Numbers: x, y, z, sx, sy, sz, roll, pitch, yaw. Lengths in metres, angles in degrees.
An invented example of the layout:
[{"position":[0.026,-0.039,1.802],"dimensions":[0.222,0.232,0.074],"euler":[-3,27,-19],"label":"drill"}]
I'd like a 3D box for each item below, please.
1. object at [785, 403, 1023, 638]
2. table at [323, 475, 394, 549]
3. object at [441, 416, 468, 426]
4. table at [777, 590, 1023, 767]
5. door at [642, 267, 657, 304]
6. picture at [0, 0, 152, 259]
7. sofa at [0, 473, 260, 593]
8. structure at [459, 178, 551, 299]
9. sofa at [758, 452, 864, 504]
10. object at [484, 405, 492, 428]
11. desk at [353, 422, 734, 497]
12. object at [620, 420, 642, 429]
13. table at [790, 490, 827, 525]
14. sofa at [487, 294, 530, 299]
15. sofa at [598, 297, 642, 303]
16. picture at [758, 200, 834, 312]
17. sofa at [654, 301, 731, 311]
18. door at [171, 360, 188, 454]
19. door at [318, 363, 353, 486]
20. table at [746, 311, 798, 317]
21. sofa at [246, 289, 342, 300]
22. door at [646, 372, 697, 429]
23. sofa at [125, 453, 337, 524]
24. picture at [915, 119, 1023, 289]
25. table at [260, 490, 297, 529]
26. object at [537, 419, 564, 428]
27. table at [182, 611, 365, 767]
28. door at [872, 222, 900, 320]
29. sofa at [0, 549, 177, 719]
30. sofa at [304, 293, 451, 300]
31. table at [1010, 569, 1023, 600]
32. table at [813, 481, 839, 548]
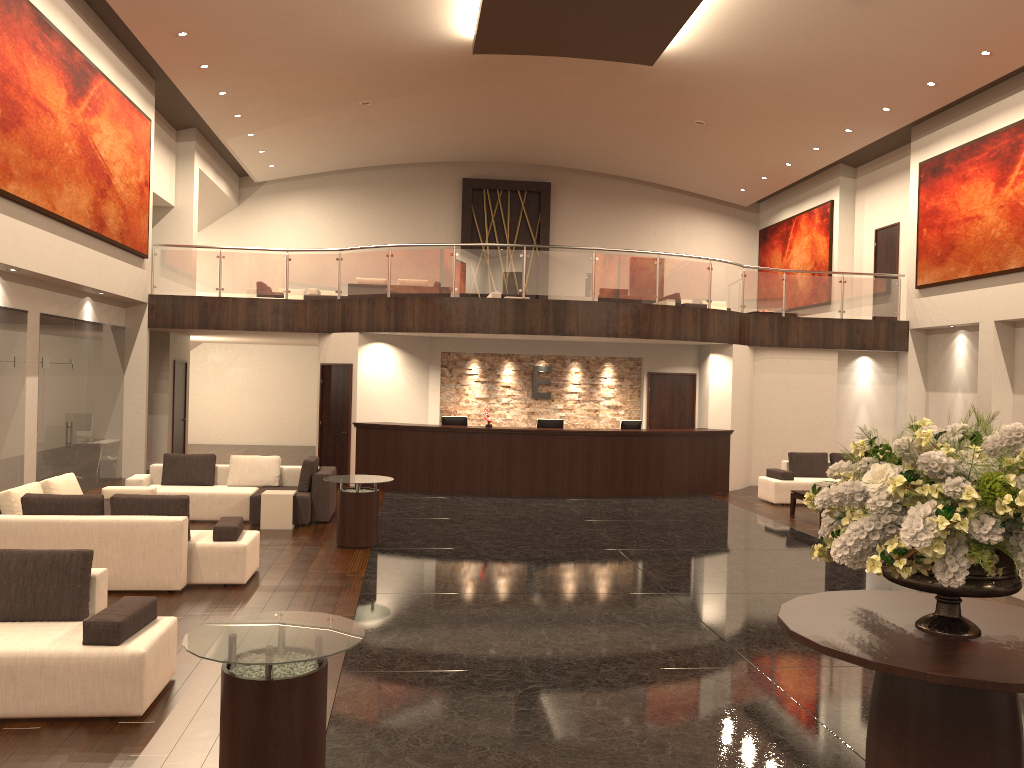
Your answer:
[{"position":[2.016,0.594,4.139],"dimensions":[1.402,1.097,1.453],"euler":[2,0,40],"label":"object"},{"position":[-1.833,1.524,10.552],"dimensions":[0.833,0.795,0.844],"euler":[2,0,33],"label":"table"},{"position":[-1.043,0.828,16.054],"dimensions":[0.483,0.485,0.189],"euler":[2,0,9],"label":"object"},{"position":[2.016,1.602,4.146],"dimensions":[1.498,0.921,1.498],"euler":[1,0,-15],"label":"table"},{"position":[3.920,-2.560,25.822],"dimensions":[0.990,2.232,0.104],"euler":[1,0,-6],"label":"door"},{"position":[-6.261,-3.510,12.903],"dimensions":[0.070,2.526,6.485],"euler":[1,0,-6],"label":"picture"},{"position":[-3.937,1.443,9.628],"dimensions":[2.586,0.862,3.366],"euler":[1,0,-6],"label":"sofa"},{"position":[-0.204,-3.668,25.262],"dimensions":[2.524,4.236,0.187],"euler":[1,0,-6],"label":"structure"},{"position":[5.812,1.667,14.505],"dimensions":[2.586,0.862,3.366],"euler":[1,0,-6],"label":"sofa"},{"position":[-0.417,0.568,15.586],"dimensions":[0.163,0.390,0.165],"euler":[2,0,1],"label":"object"},{"position":[0.674,1.367,16.161],"dimensions":[7.146,1.171,1.674],"euler":[1,0,-5],"label":"desk"},{"position":[2.187,0.911,16.321],"dimensions":[0.483,0.485,0.189],"euler":[1,0,-31],"label":"object"},{"position":[5.023,1.894,13.587],"dimensions":[1.100,0.380,1.100],"euler":[1,0,-6],"label":"table"},{"position":[0.005,-1.956,22.478],"dimensions":[1.291,0.862,2.846],"euler":[1,0,-6],"label":"sofa"},{"position":[2.328,-1.897,22.612],"dimensions":[1.291,0.862,2.846],"euler":[1,0,-6],"label":"sofa"},{"position":[7.487,-3.220,23.729],"dimensions":[0.070,2.526,4.515],"euler":[1,0,-6],"label":"picture"},{"position":[5.395,-1.819,22.928],"dimensions":[3.366,0.862,2.586],"euler":[1,0,-6],"label":"sofa"},{"position":[-7.057,0.620,18.774],"dimensions":[0.104,2.232,0.990],"euler":[1,0,-6],"label":"door"},{"position":[-3.281,0.732,16.478],"dimensions":[0.990,2.232,0.104],"euler":[2,1,44],"label":"door"},{"position":[6.298,-1.548,21.934],"dimensions":[1.100,0.380,1.100],"euler":[1,0,-6],"label":"table"},{"position":[-4.972,-2.088,22.805],"dimensions":[3.366,0.862,2.586],"euler":[1,0,-6],"label":"sofa"},{"position":[3.161,0.890,17.685],"dimensions":[0.990,2.232,0.104],"euler":[1,0,-6],"label":"door"},{"position":[-3.919,1.427,12.256],"dimensions":[2.846,0.862,1.291],"euler":[1,0,-6],"label":"sofa"},{"position":[8.508,-3.135,14.549],"dimensions":[0.070,2.526,6.485],"euler":[1,0,-6],"label":"picture"},{"position":[-3.073,1.655,11.691],"dimensions":[0.400,0.460,0.400],"euler":[1,0,-6],"label":"table"},{"position":[0.686,0.874,15.975],"dimensions":[0.483,0.485,0.189],"euler":[1,0,-6],"label":"object"},{"position":[-1.127,1.583,4.200],"dimensions":[0.844,0.795,0.833],"euler":[2,1,45],"label":"table"},{"position":[8.342,-2.407,19.768],"dimensions":[0.104,2.232,0.990],"euler":[1,0,-6],"label":"door"},{"position":[-3.327,1.493,4.313],"dimensions":[2.586,0.862,3.366],"euler":[1,0,-6],"label":"sofa"},{"position":[-3.215,-2.034,21.491],"dimensions":[3.366,0.862,2.586],"euler":[1,0,-6],"label":"sofa"},{"position":[5.187,1.889,8.741],"dimensions":[0.400,0.460,0.400],"euler":[1,0,-6],"label":"table"},{"position":[4.243,1.678,11.230],"dimensions":[0.833,0.795,0.844],"euler":[2,0,33],"label":"table"}]
